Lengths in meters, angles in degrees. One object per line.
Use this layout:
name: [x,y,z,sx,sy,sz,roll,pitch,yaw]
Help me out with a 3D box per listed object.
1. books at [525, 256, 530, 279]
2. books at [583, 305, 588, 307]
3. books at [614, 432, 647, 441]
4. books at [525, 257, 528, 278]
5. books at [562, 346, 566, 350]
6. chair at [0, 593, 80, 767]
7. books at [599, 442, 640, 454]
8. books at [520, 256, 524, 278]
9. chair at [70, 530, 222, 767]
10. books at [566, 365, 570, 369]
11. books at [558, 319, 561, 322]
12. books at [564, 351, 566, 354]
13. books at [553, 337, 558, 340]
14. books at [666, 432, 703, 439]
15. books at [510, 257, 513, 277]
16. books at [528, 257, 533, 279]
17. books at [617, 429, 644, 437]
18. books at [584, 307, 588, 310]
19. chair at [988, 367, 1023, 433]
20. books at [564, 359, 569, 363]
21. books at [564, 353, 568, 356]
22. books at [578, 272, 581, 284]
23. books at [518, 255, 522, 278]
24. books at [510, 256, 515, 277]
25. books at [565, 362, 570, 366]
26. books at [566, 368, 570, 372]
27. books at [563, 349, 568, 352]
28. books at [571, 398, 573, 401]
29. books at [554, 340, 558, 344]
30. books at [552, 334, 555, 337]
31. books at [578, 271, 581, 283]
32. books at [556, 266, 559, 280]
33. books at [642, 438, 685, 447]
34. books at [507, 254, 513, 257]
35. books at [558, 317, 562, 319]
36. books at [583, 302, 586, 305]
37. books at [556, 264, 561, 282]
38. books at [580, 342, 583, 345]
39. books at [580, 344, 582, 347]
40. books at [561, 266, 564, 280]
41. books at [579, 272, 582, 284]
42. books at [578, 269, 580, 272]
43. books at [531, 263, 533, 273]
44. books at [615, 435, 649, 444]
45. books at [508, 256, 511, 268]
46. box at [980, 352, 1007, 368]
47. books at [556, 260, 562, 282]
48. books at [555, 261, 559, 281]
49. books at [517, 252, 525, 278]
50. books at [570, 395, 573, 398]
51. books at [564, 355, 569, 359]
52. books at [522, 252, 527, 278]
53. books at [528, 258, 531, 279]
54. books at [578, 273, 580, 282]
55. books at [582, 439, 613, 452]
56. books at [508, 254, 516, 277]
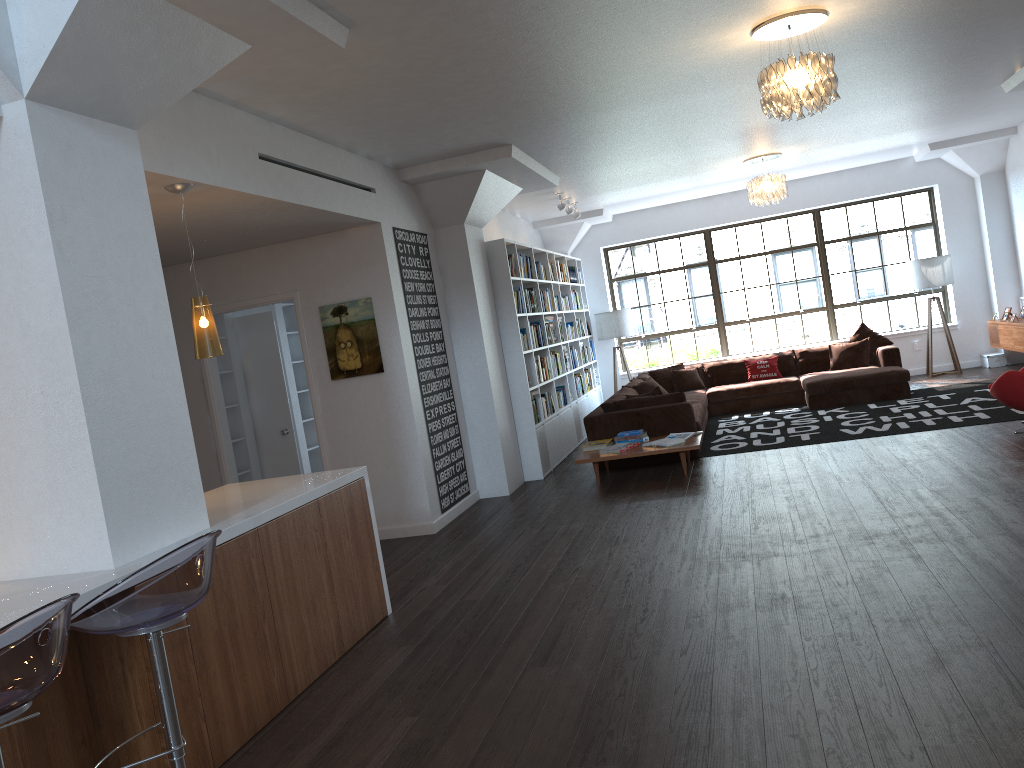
books: [0.091,-1.249,9.636,0.182,0.253,0.098,-9,3,15]
books: [0.934,-1.112,12.892,0.284,0.033,0.197,-8,3,30]
books: [1.133,0.501,8.461,0.279,0.035,0.191,-8,3,25]
books: [0.081,-1.244,9.605,0.159,0.248,0.089,-9,3,15]
books: [0.567,-0.439,11.043,0.185,0.041,0.129,-8,3,29]
chair: [-1.213,1.039,2.113,0.481,1.014,0.530,-9,3,13]
books: [0.978,0.584,8.088,0.236,0.035,0.340,-7,4,40]
books: [0.024,-1.220,9.392,0.174,0.242,0.105,-9,3,15]
chair: [-1.060,0.982,2.722,0.481,1.014,0.530,-8,3,17]
books: [0.585,-0.198,11.065,0.251,0.037,0.160,-8,3,20]
books: [0.487,-0.765,10.932,0.223,0.031,0.161,-9,3,15]
books: [0.588,-0.384,11.042,0.161,0.026,0.223,-9,3,4]
books: [0.432,-0.530,10.603,0.160,0.039,0.251,-8,3,20]
books: [1.592,0.472,8.270,0.256,0.035,0.350,-7,4,40]
books: [-0.071,-1.174,9.002,0.161,0.218,0.101,-9,3,15]
books: [0.132,-1.267,9.820,0.182,0.255,0.077,-9,3,15]
books: [1.132,0.470,8.456,0.224,0.027,0.157,-8,3,20]
books: [0.939,-1.078,12.894,0.284,0.035,0.197,-6,4,45]
chair: [4.362,-0.151,7.303,0.801,1.006,0.798,-7,4,40]
books: [0.584,-0.280,11.069,0.231,0.044,0.168,-9,3,10]
books: [0.573,-0.355,11.063,0.223,0.032,0.161,-9,3,15]
books: [0.924,-1.524,12.906,0.128,0.178,0.022,-9,3,15]
books: [0.007,-1.219,9.341,0.170,0.251,0.118,-9,3,15]
books: [-0.061,-1.179,9.034,0.161,0.222,0.084,-9,3,15]
books: [0.580,-0.237,11.088,0.259,0.040,0.180,-9,3,15]
books: [0.592,-0.161,11.064,0.246,0.038,0.171,-9,3,15]
books: [0.577,-0.408,11.050,0.208,0.024,0.144,-8,3,20]
books: [0.612,0.211,11.064,0.284,0.035,0.197,-9,3,15]
books: [0.442,-0.492,10.606,0.171,0.039,0.246,-9,3,15]
books: [0.401,-0.565,10.603,0.180,0.042,0.259,-9,3,15]
books: [0.930,-1.537,12.960,0.136,0.196,0.045,-9,3,15]
books: [0.517,-1.388,11.325,0.144,0.207,0.048,-9,3,15]
books: [1.360,0.525,7.977,0.231,0.040,0.342,-12,4,-35]
books: [-0.064,-1.194,9.065,0.159,0.248,0.089,-9,3,15]
books: [0.484,-0.795,10.938,0.224,0.030,0.161,-8,3,25]
books: [0.929,-1.144,12.885,0.174,0.032,0.254,-12,4,-40]
books: [0.523,-1.413,11.415,0.171,0.246,0.057,-9,3,15]
books: [0.840,-0.541,12.136,0.224,0.030,0.161,-8,3,25]
books: [0.843,-0.511,12.129,0.223,0.031,0.161,-9,3,15]
books: [0.584,-1.429,11.663,0.168,0.231,0.037,-9,3,15]
books: [0.943,-1.539,12.999,0.139,0.191,0.036,-9,3,15]
books: [0.945,-1.562,13.038,0.140,0.231,0.042,-9,3,15]
books: [0.142,-1.262,9.890,0.167,0.233,0.077,-9,3,15]
books: [1.143,0.536,8.458,0.312,0.037,0.216,-9,3,5]
books: [-0.108,-1.157,8.852,0.182,0.215,0.188,-9,3,15]
box: [6.489,-0.323,11.952,0.228,0.165,0.368,-9,3,15]
books: [0.537,-1.442,11.494,0.176,0.290,0.053,-9,3,15]
books: [0.504,-1.429,11.277,0.140,0.298,0.044,-9,3,15]
books: [0.036,-1.252,9.477,0.176,0.293,0.125,-9,3,15]
books: [0.606,0.177,11.062,0.284,0.033,0.197,-9,3,0]
books: [0.571,-0.319,11.060,0.253,0.040,0.183,-9,3,15]
books: [0.047,-1.256,9.539,0.197,0.290,0.136,-9,3,15]
books: [0.109,-1.253,9.721,0.174,0.243,0.085,-9,3,15]
books: [0.917,-1.522,12.886,0.128,0.178,0.021,-9,3,15]
books: [0.824,0.584,8.481,0.241,0.045,0.334,-9,3,16]
books: [-0.052,-1.200,9.107,0.170,0.251,0.118,-9,3,15]
